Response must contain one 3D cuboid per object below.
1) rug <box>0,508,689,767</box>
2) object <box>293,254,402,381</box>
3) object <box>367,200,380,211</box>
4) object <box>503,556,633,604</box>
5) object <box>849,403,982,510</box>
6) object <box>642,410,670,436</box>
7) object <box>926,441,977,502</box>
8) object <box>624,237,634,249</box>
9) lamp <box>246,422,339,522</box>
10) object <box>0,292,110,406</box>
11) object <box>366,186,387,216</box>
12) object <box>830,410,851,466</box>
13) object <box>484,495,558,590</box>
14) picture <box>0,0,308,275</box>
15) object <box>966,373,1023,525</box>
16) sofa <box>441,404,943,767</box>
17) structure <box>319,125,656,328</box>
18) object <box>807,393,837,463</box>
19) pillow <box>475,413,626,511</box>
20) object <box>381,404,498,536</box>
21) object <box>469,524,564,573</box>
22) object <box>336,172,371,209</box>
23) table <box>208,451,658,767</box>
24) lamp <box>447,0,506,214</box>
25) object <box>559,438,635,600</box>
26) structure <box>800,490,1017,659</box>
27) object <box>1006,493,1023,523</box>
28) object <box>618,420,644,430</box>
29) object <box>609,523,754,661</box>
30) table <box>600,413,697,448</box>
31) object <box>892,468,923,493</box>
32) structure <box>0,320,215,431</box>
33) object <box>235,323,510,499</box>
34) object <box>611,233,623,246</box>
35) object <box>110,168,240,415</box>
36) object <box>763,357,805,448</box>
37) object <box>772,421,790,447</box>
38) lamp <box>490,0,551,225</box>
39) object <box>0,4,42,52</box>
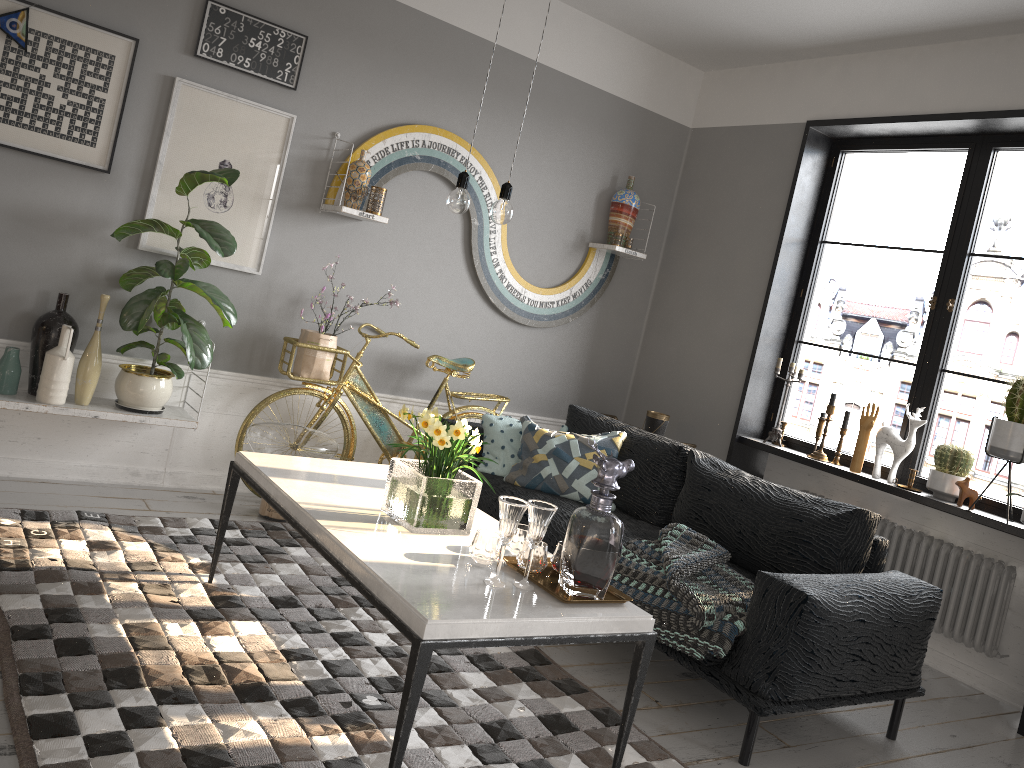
[{"bbox_3d":[-0.658,0.843,2.856,1.759,0.034,2.550,10,6,-35],"label":"rug"},{"bbox_3d":[-0.815,-0.311,4.435,0.486,0.640,0.255,12,2,-17],"label":"object"},{"bbox_3d":[-0.712,-0.903,4.526,0.063,0.081,0.062,15,3,31],"label":"object"},{"bbox_3d":[0.148,0.547,2.466,0.245,0.015,0.321,10,6,-35],"label":"object"},{"bbox_3d":[1.961,0.314,4.279,0.134,0.409,0.668,12,4,-34],"label":"object"},{"bbox_3d":[0.837,0.249,5.171,0.141,0.160,0.138,13,3,3],"label":"object"},{"bbox_3d":[2.073,0.408,4.178,0.236,0.282,0.212,15,3,29],"label":"object"},{"bbox_3d":[0.707,-0.854,5.357,0.050,0.058,0.050,10,4,-45],"label":"object"},{"bbox_3d":[-1.066,0.416,4.170,0.432,0.437,0.434,13,3,-4],"label":"lamp"},{"bbox_3d":[-1.942,-0.174,3.757,0.333,0.487,0.285,14,2,15],"label":"object"},{"bbox_3d":[-0.682,-0.918,4.447,0.085,0.139,0.086,11,3,-42],"label":"object"},{"bbox_3d":[1.742,0.279,4.669,0.075,0.300,0.076,13,2,-5],"label":"object"},{"bbox_3d":[0.019,0.422,2.341,0.167,0.226,0.083,12,2,-23],"label":"object"},{"bbox_3d":[-2.953,-1.141,0.629,7.248,1.791,4.077,10,6,-35],"label":"picture"},{"bbox_3d":[2.195,0.265,3.872,0.237,0.669,0.227,14,2,26],"label":"object"},{"bbox_3d":[0.543,0.644,3.862,0.964,0.796,2.363,11,5,-36],"label":"sofa"},{"bbox_3d":[-0.072,-0.845,4.951,2.009,0.953,0.269,10,3,-35],"label":"structure"},{"bbox_3d":[1.671,0.222,4.698,0.122,0.374,0.124,12,2,-31],"label":"object"},{"bbox_3d":[0.198,0.337,4.339,0.805,0.361,0.441,16,5,37],"label":"pillow"},{"bbox_3d":[-0.233,0.261,2.754,0.323,0.350,0.355,11,4,-33],"label":"object"},{"bbox_3d":[0.042,0.485,2.528,0.248,0.087,0.278,16,6,33],"label":"object"},{"bbox_3d":[-0.790,-0.945,4.352,0.197,0.165,0.060,13,2,-1],"label":"object"},{"bbox_3d":[-0.354,0.676,2.755,0.727,0.510,1.470,10,5,-35],"label":"table"},{"bbox_3d":[-0.272,-1.284,2.139,0.075,1.533,1.391,14,3,24],"label":"lamp"},{"bbox_3d":[0.238,0.366,2.415,0.155,0.416,0.149,13,2,-16],"label":"object"},{"bbox_3d":[1.896,0.911,4.434,0.148,0.427,1.235,12,4,-37],"label":"structure"},{"bbox_3d":[2.216,0.523,3.721,0.245,0.203,0.172,11,4,-33],"label":"object"},{"bbox_3d":[0.657,0.251,5.486,0.245,0.015,0.321,10,6,-35],"label":"object"},{"bbox_3d":[0.635,0.750,3.199,0.487,0.328,0.673,10,5,-40],"label":"object"},{"bbox_3d":[0.669,0.588,5.367,0.337,0.678,0.749,12,4,-35],"label":"table"},{"bbox_3d":[1.927,0.462,4.268,0.122,0.099,0.123,12,4,-13],"label":"object"},{"bbox_3d":[-2.565,-0.224,3.361,2.758,0.485,0.311,10,4,-35],"label":"structure"},{"bbox_3d":[-0.612,0.204,4.693,1.616,0.967,0.430,9,4,-44],"label":"object"},{"bbox_3d":[0.634,-0.870,5.347,0.060,0.079,0.059,16,4,44],"label":"object"},{"bbox_3d":[-1.509,-0.432,3.962,0.567,1.148,0.416,13,2,4],"label":"object"},{"bbox_3d":[1.505,0.101,4.963,0.145,0.489,0.162,13,2,1],"label":"object"},{"bbox_3d":[1.531,0.275,5.014,0.084,0.151,0.085,12,3,-31],"label":"object"},{"bbox_3d":[-0.139,-1.255,2.160,0.075,1.533,1.391,14,3,24],"label":"lamp"},{"bbox_3d":[-2.343,-1.471,3.435,0.908,0.339,0.058,10,3,-35],"label":"object"}]
